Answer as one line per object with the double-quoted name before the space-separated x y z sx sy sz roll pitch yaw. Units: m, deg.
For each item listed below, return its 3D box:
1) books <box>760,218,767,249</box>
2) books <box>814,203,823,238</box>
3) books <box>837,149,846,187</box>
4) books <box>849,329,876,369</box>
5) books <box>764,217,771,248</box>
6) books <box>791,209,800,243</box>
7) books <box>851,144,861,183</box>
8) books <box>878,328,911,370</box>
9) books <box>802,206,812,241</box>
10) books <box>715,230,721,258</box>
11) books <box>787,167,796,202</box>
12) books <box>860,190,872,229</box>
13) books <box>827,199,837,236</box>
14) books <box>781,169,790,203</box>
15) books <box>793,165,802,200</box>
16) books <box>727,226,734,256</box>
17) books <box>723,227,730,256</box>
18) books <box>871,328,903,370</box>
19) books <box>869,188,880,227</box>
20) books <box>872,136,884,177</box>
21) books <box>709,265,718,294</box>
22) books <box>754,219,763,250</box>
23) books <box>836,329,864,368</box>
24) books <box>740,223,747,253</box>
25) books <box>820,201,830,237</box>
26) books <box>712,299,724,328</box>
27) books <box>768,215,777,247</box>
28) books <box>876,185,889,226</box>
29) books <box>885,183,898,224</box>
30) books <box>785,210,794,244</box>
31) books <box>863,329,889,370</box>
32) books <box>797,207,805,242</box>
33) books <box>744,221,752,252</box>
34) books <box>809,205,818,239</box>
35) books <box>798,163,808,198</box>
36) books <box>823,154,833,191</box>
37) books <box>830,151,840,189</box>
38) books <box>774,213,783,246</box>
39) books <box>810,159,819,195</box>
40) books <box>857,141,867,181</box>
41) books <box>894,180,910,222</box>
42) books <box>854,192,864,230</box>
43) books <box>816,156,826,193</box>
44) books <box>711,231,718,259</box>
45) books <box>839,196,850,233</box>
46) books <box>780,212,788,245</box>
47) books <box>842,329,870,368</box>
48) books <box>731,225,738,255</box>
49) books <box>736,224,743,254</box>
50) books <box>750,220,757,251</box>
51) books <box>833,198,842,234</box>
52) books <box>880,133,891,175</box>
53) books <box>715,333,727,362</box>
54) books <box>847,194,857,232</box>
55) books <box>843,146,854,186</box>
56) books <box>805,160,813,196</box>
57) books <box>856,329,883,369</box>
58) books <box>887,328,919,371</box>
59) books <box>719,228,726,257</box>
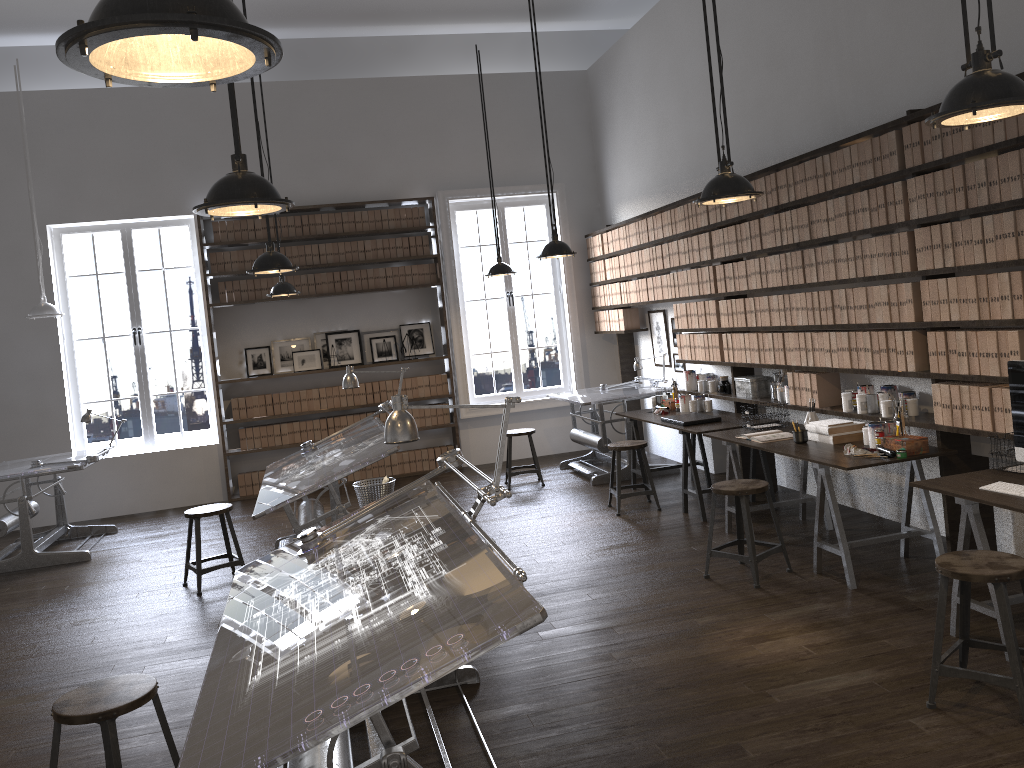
"books" 1.859 -1.069 6.266 0.175 0.225 0.067 -6 2 -13
"books" 2.015 -1.035 5.594 0.175 0.225 0.067 -6 2 -13
"books" 2.051 -1.297 5.310 0.175 0.225 0.067 -6 2 -13
"books" 2.153 -0.214 5.383 0.175 0.225 0.067 -6 2 -13
"books" 1.871 -1.066 6.201 0.175 0.225 0.067 -6 2 -13
"books" 1.951 -1.048 5.855 0.175 0.225 0.067 -6 2 -13
"books" 2.082 -1.290 5.170 0.175 0.225 0.067 -6 2 -13
"books" 2.214 -0.199 5.101 0.175 0.225 0.067 -6 2 -13
"books" 1.978 -1.041 5.729 0.175 0.225 0.067 -6 2 -13
"books" 1.697 -1.103 6.949 0.175 0.225 0.067 -6 2 -13
"books" 1.921 -1.324 5.856 0.174 0.225 0.067 -6 2 -13
"books" 2.121 -1.012 5.124 0.174 0.225 0.067 -6 2 -13
"books" 2.045 -1.028 5.454 0.175 0.225 0.067 -6 2 -13
"books" 1.901 -1.327 5.926 0.175 0.225 0.067 -6 2 -13
"books" 1.941 -1.321 5.789 0.174 0.225 0.067 -6 2 -13
"books" 1.744 -1.093 6.748 0.175 0.225 0.067 -6 2 -13
"books" 1.728 -1.096 6.809 0.175 0.225 0.067 -6 2 -13
"books" 2.202 -0.203 5.176 0.175 0.225 0.067 -6 2 -13
"books" 2.142 -1.009 5.056 0.175 0.225 0.067 -6 2 -13
"books" 2.129 -1.280 4.979 0.175 0.225 0.067 -6 2 -13
"books" 1.687 -0.845 7.122 0.175 0.225 0.067 -6 2 -13
"books" 1.836 -1.072 6.336 0.175 0.225 0.067 -6 2 -13
"books" 2.121 -0.220 5.513 0.175 0.225 0.067 -6 2 -13
"books" 1.792 -1.083 6.549 0.174 0.225 0.067 -6 2 -13
"books" 2.027 -1.032 5.524 0.175 0.225 0.067 -6 2 -13
"books" 1.710 -0.569 7.124 0.175 0.225 0.067 -6 2 -13
"books" 1.881 -1.062 6.139 0.175 0.225 0.067 -6 2 -13
"books" 2.154 -1.004 4.982 0.175 0.225 0.067 -6 2 -13
"books" 2.176 -1.001 4.911 0.175 0.225 0.067 -6 2 -13
"books" 1.933 -1.052 5.926 0.175 0.225 0.067 -6 2 -13
"books" 2.181 -0.206 5.244 0.174 0.225 0.067 -6 2 -13
"books" 1.967 -1.045 5.795 0.175 0.225 0.067 -6 2 -13
"books" 1.804 -1.079 6.479 0.174 0.225 0.067 -6 2 -13
"books" 2.000 -1.039 5.662 0.174 0.225 0.067 -6 2 -13
"books" 1.955 -1.317 5.721 0.175 0.225 0.067 -6 2 -13
"books" 2.017 -1.303 5.445 0.174 0.225 0.067 -6 2 -13
"books" 2.037 -1.300 5.378 0.174 0.225 0.067 -6 2 -13
"books" 1.898 -1.058 6.068 0.175 0.225 0.067 -6 2 -13
"books" 1.981 -1.310 5.585 0.175 0.225 0.067 -6 2 -13
"books" 2.098 -1.287 5.110 0.175 0.225 0.067 -6 2 -13
"books" 2.191 -0.997 4.836 0.175 0.225 0.067 -6 2 -13
"books" 2.109 -1.015 5.194 0.174 0.225 0.067 -6 2 -13
"books" 1.997 -1.306 5.515 0.175 0.225 0.067 -6 2 -13
"books" 1.683 -1.107 7.017 0.174 0.225 0.067 -6 2 -13
"books" 2.072 -1.021 5.327 0.175 0.225 0.067 -6 2 -13
"books" 1.918 -1.055 5.998 0.174 0.225 0.067 -6 2 -13
"books" 2.132 -0.216 5.447 0.175 0.225 0.067 -6 2 -13
"books" 1.755 -1.089 6.682 0.175 0.225 0.067 -6 2 -13
"books" 1.776 -1.087 6.618 0.175 0.225 0.067 -6 2 -13
"books" 1.825 -1.076 6.411 0.175 0.225 0.067 -6 2 -13
"books" 2.061 -1.025 5.393 0.175 0.225 0.067 -6 2 -13
"books" 2.146 -1.277 4.910 0.174 0.225 0.067 -6 2 -13
"books" 1.738 -0.301 7.134 0.175 0.225 0.067 -6 2 -13
"books" 2.093 -1.019 5.263 0.175 0.225 0.067 -6 2 -13
"books" 2.063 -1.293 5.241 0.175 0.225 0.067 -6 2 -13
"books" 1.971 -1.314 5.648 0.175 0.225 0.067 -6 2 -13
"books" 2.169 -0.210 5.314 0.174 0.225 0.067 -6 2 -13
"books" 2.236 -0.196 5.030 0.175 0.225 0.067 -6 2 -13
"books" 1.710 -1.099 6.879 0.175 0.225 0.067 -6 2 -13
